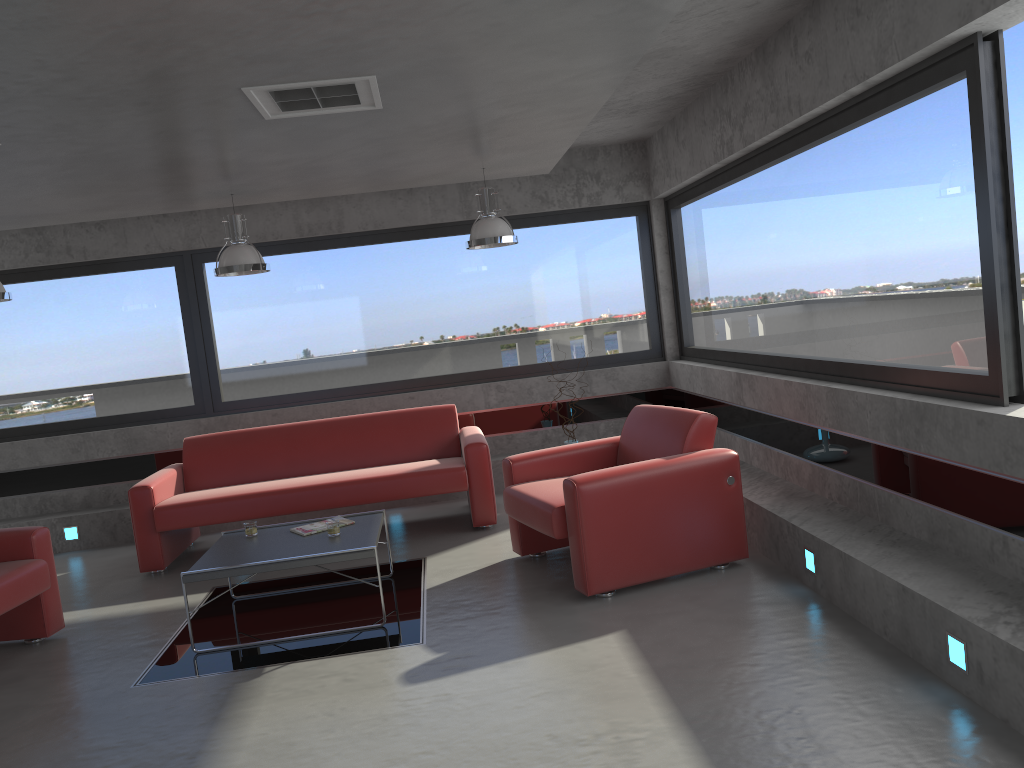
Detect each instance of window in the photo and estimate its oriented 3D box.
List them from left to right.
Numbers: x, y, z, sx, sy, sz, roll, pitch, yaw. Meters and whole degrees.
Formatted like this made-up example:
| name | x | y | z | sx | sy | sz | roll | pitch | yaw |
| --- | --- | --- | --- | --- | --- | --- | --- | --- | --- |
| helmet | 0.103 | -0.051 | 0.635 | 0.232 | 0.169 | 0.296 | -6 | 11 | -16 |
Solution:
| name | x | y | z | sx | sy | sz | roll | pitch | yaw |
| --- | --- | --- | --- | --- | --- | --- | --- | --- | --- |
| window | -2.581 | -0.488 | 8.021 | 7.800 | 1.364 | 0.003 | -7 | 5 | -5 |
| window | 1.770 | -0.829 | 5.909 | 0.003 | 1.364 | 4.583 | -7 | 5 | -5 |

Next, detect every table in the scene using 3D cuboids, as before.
| name | x | y | z | sx | sy | sz | roll | pitch | yaw |
| --- | --- | --- | --- | --- | --- | --- | --- | --- | --- |
| table | -1.241 | 1.107 | 5.140 | 1.018 | 0.436 | 0.994 | -7 | 5 | -5 |

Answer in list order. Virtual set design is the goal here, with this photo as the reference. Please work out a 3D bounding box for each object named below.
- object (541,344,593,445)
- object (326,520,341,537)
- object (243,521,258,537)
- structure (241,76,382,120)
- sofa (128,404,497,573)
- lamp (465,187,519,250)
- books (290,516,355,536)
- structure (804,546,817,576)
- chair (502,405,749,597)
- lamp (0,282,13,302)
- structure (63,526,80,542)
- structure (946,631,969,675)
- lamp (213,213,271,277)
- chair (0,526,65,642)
| name | x | y | z | sx | sy | sz | roll | pitch | yaw |
| --- | --- | --- | --- | --- | --- | --- | --- | --- | --- |
| object | 0.518 | 0.283 | 7.476 | 0.466 | 1.289 | 0.531 | -6 | 5 | 8 |
| object | -1.035 | 0.837 | 5.139 | 0.079 | 0.077 | 0.079 | -6 | 5 | 3 |
| object | -1.587 | 0.881 | 5.390 | 0.079 | 0.077 | 0.079 | -8 | 5 | -22 |
| structure | -0.896 | -1.406 | 4.007 | 0.563 | 0.240 | 0.563 | -7 | 5 | -5 |
| sofa | -1.485 | 0.745 | 6.909 | 2.626 | 0.854 | 1.120 | -7 | 5 | -5 |
| lamp | -0.168 | -1.219 | 6.473 | 0.389 | 0.422 | 0.388 | -8 | 5 | -16 |
| books | -1.151 | 0.859 | 5.381 | 0.326 | 0.022 | 0.228 | -10 | 6 | -35 |
| structure | 1.518 | 0.901 | 4.515 | 0.004 | 0.123 | 0.123 | -7 | 5 | -5 |
| chair | 0.589 | 0.625 | 5.369 | 1.130 | 0.854 | 1.196 | -8 | 5 | -20 |
| lamp | -3.728 | -0.779 | 6.171 | 0.388 | 0.422 | 0.389 | -7 | 5 | -5 |
| structure | -3.758 | 1.276 | 7.559 | 0.123 | 0.123 | 0.004 | -7 | 5 | -5 |
| structure | 1.636 | 0.987 | 3.259 | 0.004 | 0.123 | 0.123 | -7 | 5 | -5 |
| lamp | -1.948 | -0.999 | 6.322 | 0.388 | 0.422 | 0.389 | -7 | 5 | -5 |
| chair | -3.209 | 1.122 | 4.697 | 1.130 | 0.854 | 1.196 | -6 | 5 | 5 |
